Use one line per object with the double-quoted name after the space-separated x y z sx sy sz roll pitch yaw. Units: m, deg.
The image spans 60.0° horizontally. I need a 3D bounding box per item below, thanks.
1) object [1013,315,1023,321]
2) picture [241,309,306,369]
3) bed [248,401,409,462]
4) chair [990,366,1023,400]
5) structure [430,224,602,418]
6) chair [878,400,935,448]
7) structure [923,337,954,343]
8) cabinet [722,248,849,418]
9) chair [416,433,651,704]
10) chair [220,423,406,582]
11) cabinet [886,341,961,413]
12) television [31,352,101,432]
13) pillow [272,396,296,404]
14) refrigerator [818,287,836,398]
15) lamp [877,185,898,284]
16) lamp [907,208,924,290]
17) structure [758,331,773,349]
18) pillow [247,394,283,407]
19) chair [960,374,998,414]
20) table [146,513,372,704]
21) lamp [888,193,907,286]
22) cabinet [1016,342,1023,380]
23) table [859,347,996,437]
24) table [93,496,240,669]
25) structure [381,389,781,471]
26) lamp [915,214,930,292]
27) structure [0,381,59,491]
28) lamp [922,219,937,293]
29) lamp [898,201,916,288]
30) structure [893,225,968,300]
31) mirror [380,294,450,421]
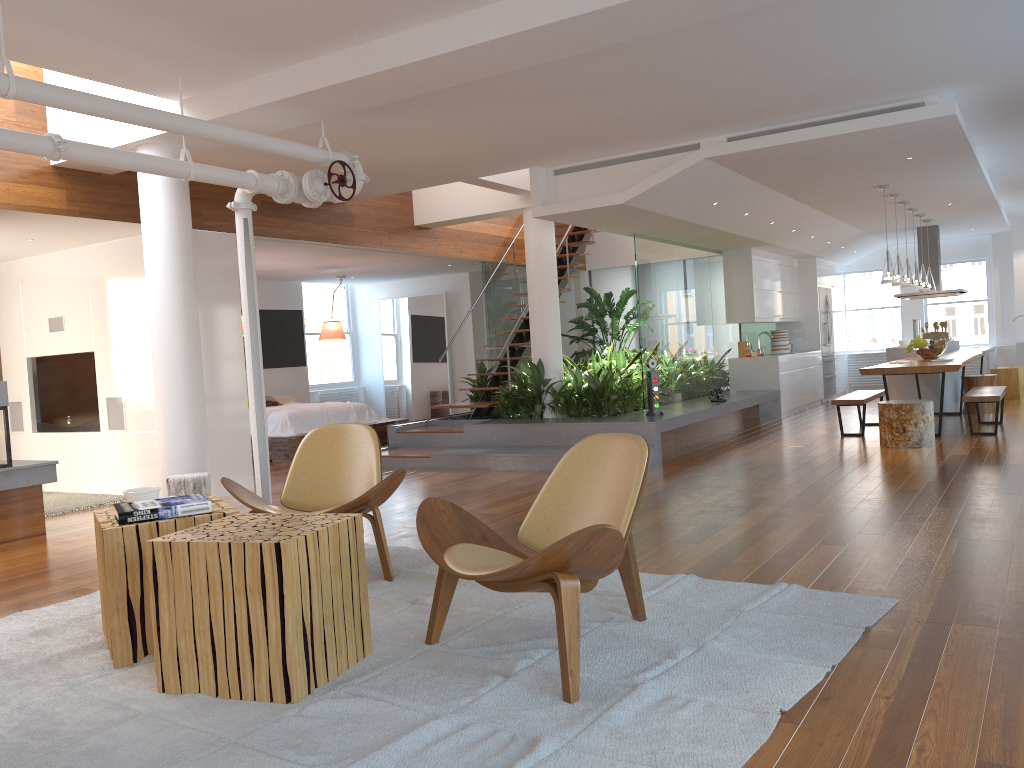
8.162 -0.943 13.828 0.590 0.563 0.210 -4 2 3 "object"
-3.920 -0.602 12.181 0.001 0.854 2.969 -2 2 31 "picture"
-2.940 0.564 11.536 2.314 0.595 2.207 -2 2 31 "bed"
6.926 -0.016 12.399 0.344 0.430 0.549 -2 2 35 "chair"
1.152 -1.661 11.274 2.552 4.265 4.591 -2 2 31 "structure"
3.595 0.360 8.085 0.460 0.400 0.460 -2 3 41 "chair"
6.207 -0.645 13.060 0.520 0.073 0.650 -2 2 31 "structure"
4.381 -0.811 13.774 0.676 2.280 4.565 -2 2 31 "cabinet"
0.117 0.593 3.062 0.867 0.752 0.856 -4 2 -8 "chair"
-0.918 0.609 4.535 0.856 0.752 0.867 -2 2 37 "chair"
5.757 -0.138 12.292 0.597 0.832 2.936 -2 2 31 "cabinet"
-4.151 0.085 8.356 1.075 0.729 0.091 -2 2 31 "television"
-3.521 0.290 11.816 0.467 0.212 1.410 -3 2 30 "pillow"
4.827 -0.645 14.386 0.725 1.772 0.908 -2 2 31 "refrigerator"
3.816 -1.557 9.034 0.160 1.060 0.160 -5 2 -32 "lamp"
4.942 -1.692 10.884 0.160 1.060 0.160 -5 2 -32 "lamp"
3.728 -0.507 13.015 0.248 0.536 0.115 -2 2 32 "structure"
-3.334 0.212 11.675 0.534 0.185 0.372 -5 2 -29 "pillow"
5.600 0.124 10.618 0.396 0.455 0.402 -3 2 21 "chair"
-0.867 0.764 3.105 0.548 0.534 0.489 -3 2 20 "table"
4.191 -1.602 9.651 0.160 1.060 0.160 -5 2 -32 "lamp"
8.553 -0.318 13.687 1.309 0.725 0.420 -2 2 31 "cabinet"
5.321 0.001 10.929 0.893 0.704 5.996 -2 2 31 "table"
-1.391 0.781 3.598 0.489 0.534 0.548 -5 2 -28 "table"
1.121 0.453 10.669 3.088 0.386 5.584 -2 2 31 "structure"
5.317 -1.737 11.500 0.160 1.060 0.160 -5 2 -32 "lamp"
-3.957 0.385 5.932 0.844 0.737 1.382 -2 2 31 "structure"
5.692 -1.782 12.117 0.160 1.060 0.160 -5 2 -32 "lamp"
4.567 -1.647 10.267 0.160 1.060 0.160 -5 2 -32 "lamp"
6.110 -1.971 12.990 0.909 1.405 0.900 -2 2 31 "structure"
-1.545 -0.352 14.036 1.267 2.044 0.049 -2 2 31 "mirror"
